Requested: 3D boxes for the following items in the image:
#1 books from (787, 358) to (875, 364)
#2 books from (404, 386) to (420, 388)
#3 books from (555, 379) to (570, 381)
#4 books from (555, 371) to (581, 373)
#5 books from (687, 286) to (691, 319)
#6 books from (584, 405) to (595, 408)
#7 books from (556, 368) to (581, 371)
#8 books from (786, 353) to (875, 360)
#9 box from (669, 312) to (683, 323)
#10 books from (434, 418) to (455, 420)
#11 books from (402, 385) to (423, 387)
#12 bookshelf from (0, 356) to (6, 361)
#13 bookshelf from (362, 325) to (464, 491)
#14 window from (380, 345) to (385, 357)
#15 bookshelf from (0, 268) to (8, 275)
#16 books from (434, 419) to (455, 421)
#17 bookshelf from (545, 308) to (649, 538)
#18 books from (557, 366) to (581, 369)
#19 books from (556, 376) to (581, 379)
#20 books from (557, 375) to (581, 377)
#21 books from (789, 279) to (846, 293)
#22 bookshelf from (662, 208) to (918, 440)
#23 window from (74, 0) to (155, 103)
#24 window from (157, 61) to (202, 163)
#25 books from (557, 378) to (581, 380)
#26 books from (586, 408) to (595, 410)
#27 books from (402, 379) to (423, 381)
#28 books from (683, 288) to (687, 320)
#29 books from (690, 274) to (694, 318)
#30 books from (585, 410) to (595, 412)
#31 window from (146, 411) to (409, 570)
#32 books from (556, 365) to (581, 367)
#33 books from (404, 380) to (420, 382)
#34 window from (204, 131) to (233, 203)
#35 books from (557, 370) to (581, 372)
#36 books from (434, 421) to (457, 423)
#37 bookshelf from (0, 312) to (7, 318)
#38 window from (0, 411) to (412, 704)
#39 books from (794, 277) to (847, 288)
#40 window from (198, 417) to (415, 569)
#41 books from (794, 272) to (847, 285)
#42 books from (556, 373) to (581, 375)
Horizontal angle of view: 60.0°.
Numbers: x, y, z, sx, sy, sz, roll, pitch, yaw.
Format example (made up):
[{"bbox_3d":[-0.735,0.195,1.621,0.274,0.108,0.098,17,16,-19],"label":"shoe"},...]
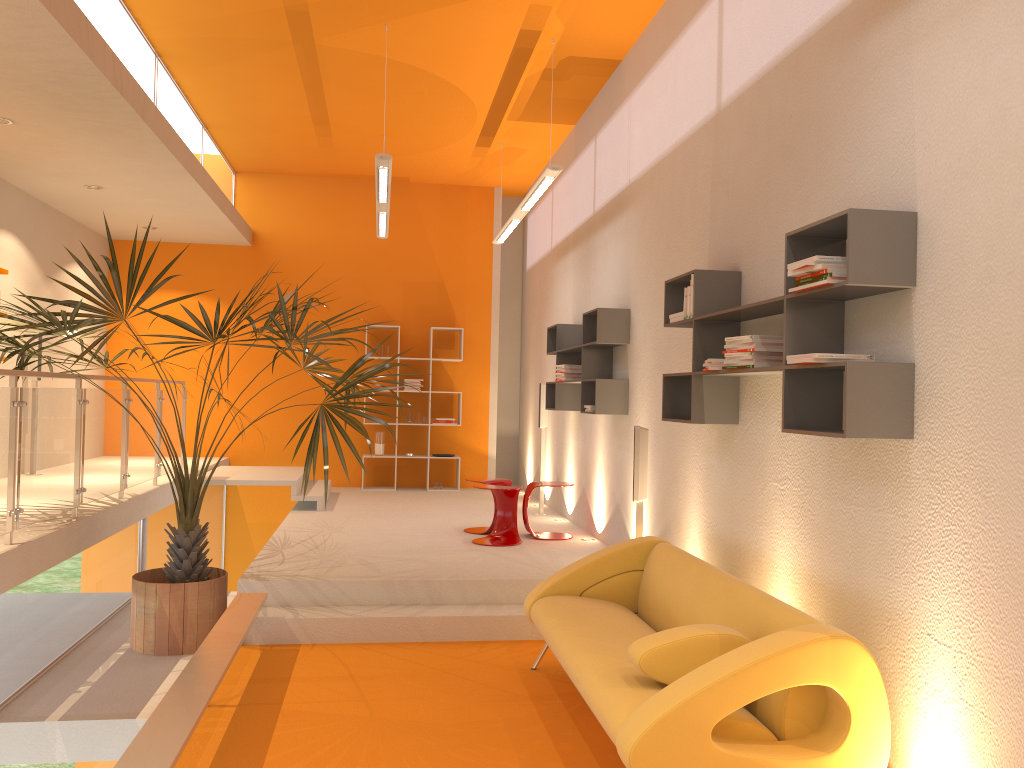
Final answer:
[{"bbox_3d":[1.174,-0.081,3.275,0.254,0.015,0.190,1,-1,-2],"label":"books"},{"bbox_3d":[-1.237,0.039,10.926,0.190,0.015,0.254,1,-1,-7],"label":"books"},{"bbox_3d":[0.524,-0.029,7.838,0.210,0.013,0.297,2,-1,-13],"label":"books"},{"bbox_3d":[0.526,-0.101,7.839,0.210,0.013,0.297,2,-1,-13],"label":"books"},{"bbox_3d":[1.031,-0.421,4.642,0.230,0.169,0.027,1,-1,-8],"label":"books"},{"bbox_3d":[0.695,0.177,6.821,0.230,0.017,0.227,1,-1,-8],"label":"books"},{"bbox_3d":[0.522,-0.126,7.852,0.190,0.015,0.254,2,-1,-17],"label":"books"},{"bbox_3d":[1.177,-0.097,3.289,0.226,0.017,0.230,1,-1,-8],"label":"books"},{"bbox_3d":[1.007,-0.358,4.838,0.232,0.047,0.232,1,-1,-8],"label":"box"},{"bbox_3d":[-0.831,0.432,10.921,0.227,0.017,0.230,2,-1,-13],"label":"books"},{"bbox_3d":[-1.223,0.023,10.925,0.230,0.017,0.227,2,-1,-13],"label":"books"},{"bbox_3d":[-4.182,-0.213,6.701,0.220,0.220,1.150,1,-1,-8],"label":"bookshelf"},{"bbox_3d":[-0.302,1.612,10.148,3.516,4.600,1.107,1,-1,39],"label":"bookshelf"},{"bbox_3d":[-2.162,2.146,6.466,0.481,5.399,8.922,1,-1,4],"label":"window"},{"bbox_3d":[-4.165,-0.927,6.711,0.220,0.220,1.150,1,-1,-8],"label":"bookshelf"},{"bbox_3d":[-0.829,0.449,10.934,0.254,0.015,0.190,1,-1,-7],"label":"books"},{"bbox_3d":[0.662,0.514,6.876,0.322,2.145,3.370,1,-1,-6],"label":"bookshelf"},{"bbox_3d":[0.522,-0.141,7.844,0.190,0.015,0.254,2,-1,-12],"label":"books"},{"bbox_3d":[0.521,-0.055,7.851,0.190,0.015,0.254,2,-1,-17],"label":"books"},{"bbox_3d":[0.520,-0.070,7.843,0.190,0.015,0.254,2,-1,-12],"label":"books"},{"bbox_3d":[1.193,-0.359,3.290,0.210,0.013,0.297,1,-1,-8],"label":"books"},{"bbox_3d":[1.126,-0.195,4.041,0.252,0.790,2.000,1,-1,-8],"label":"bookshelf"},{"bbox_3d":[-2.656,-2.309,5.702,0.006,0.660,2.794,1,-1,-8],"label":"window"},{"bbox_3d":[-3.006,-2.284,8.047,0.006,0.660,1.869,1,-1,-8],"label":"window"},{"bbox_3d":[0.524,-0.041,7.842,0.190,0.011,0.268,2,-1,-12],"label":"books"},{"bbox_3d":[0.681,0.193,6.823,0.190,0.015,0.254,1,-1,-2],"label":"books"},{"bbox_3d":[-1.221,-0.048,10.926,0.230,0.017,0.227,2,-1,-13],"label":"books"},{"bbox_3d":[1.021,-0.420,4.696,0.230,0.169,0.023,1,-1,-8],"label":"books"},{"bbox_3d":[1.039,-0.450,4.593,0.230,0.227,0.017,1,-1,-8],"label":"books"},{"bbox_3d":[0.683,0.208,6.831,0.190,0.015,0.254,1,-1,-7],"label":"books"},{"bbox_3d":[-2.593,2.575,9.190,0.993,4.599,4.234,1,-1,23],"label":"window"},{"bbox_3d":[0.535,-0.157,7.844,0.230,0.017,0.227,2,-1,-18],"label":"books"},{"bbox_3d":[-1.235,-0.032,10.927,0.190,0.015,0.254,1,-1,-7],"label":"books"},{"bbox_3d":[-3.287,-2.263,9.931,0.006,0.660,1.860,1,-1,-8],"label":"window"},{"bbox_3d":[0.526,-0.113,7.843,0.190,0.011,0.268,2,-1,-12],"label":"books"},{"bbox_3d":[-0.822,0.464,10.932,0.254,0.015,0.190,2,-1,-12],"label":"books"},{"bbox_3d":[-4.174,-0.571,6.706,0.220,0.220,1.150,1,-1,-8],"label":"bookshelf"},{"bbox_3d":[-2.333,0.962,7.704,0.908,1.393,6.719,1,-1,11],"label":"window"},{"bbox_3d":[1.193,-0.371,3.286,0.190,0.011,0.268,1,-1,-7],"label":"books"},{"bbox_3d":[-2.269,2.631,10.029,2.294,4.526,1.860,1,-1,-8],"label":"window"},{"bbox_3d":[1.197,-0.384,3.277,0.190,0.015,0.254,2,-1,-12],"label":"books"},{"bbox_3d":[0.534,-0.085,7.843,0.230,0.017,0.227,2,-1,-18],"label":"books"}]
